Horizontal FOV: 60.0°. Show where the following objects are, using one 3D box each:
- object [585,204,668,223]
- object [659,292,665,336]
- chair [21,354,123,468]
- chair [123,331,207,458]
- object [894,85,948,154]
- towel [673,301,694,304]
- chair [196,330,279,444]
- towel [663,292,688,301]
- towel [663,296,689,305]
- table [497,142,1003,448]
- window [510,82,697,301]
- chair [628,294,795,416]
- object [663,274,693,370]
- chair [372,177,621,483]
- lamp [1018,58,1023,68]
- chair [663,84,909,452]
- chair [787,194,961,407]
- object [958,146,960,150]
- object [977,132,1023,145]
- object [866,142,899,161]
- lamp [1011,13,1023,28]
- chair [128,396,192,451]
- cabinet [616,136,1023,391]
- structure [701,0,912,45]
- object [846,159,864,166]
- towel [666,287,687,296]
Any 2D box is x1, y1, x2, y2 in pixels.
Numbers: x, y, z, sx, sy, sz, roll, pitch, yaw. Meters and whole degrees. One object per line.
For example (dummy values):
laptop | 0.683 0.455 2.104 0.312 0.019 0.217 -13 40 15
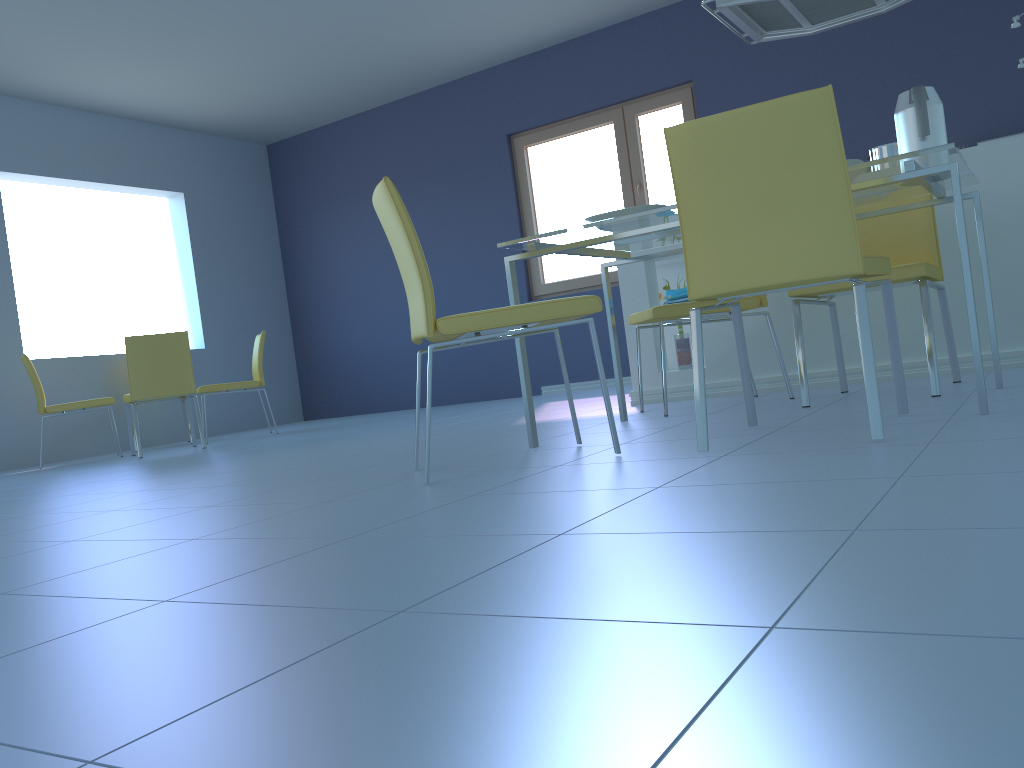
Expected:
object | 0.325 -0.455 2.433 0.228 0.020 0.228 -7 1 29
object | 0.696 -0.245 4.127 0.050 0.365 0.085 -7 1 30
chair | -2.777 0.145 5.593 0.484 0.695 0.387 -8 1 -27
chair | -2.105 0.061 5.316 0.387 0.695 0.484 -8 1 -27
object | 1.072 -0.653 2.311 0.132 0.222 0.146 -8 1 -16
towel | 0.682 -0.297 3.229 0.195 0.024 0.201 -8 1 -39
chair | -1.878 0.020 6.018 0.484 0.699 0.387 -8 1 -22
towel | 0.679 -0.326 3.226 0.195 0.027 0.192 -8 1 -37
towel | 0.679 -0.310 3.223 0.195 0.024 0.201 -8 1 -33
table | 0.677 -0.195 2.516 1.173 0.590 0.730 -7 1 32
window | 0.692 -1.328 6.343 1.475 1.263 0.142 -7 1 32
chair | 0.702 -0.270 3.235 0.484 0.695 0.387 -8 1 -5
object | 0.720 -0.272 3.823 0.067 0.423 0.229 -8 1 -27
chair | -0.059 -0.150 2.207 0.484 0.695 0.387 -8 1 -10
lamp | 2.630 -1.631 4.228 0.400 0.134 0.037 -7 1 32
chair | 0.620 -0.235 1.995 0.387 0.695 0.484 -7 1 29
chair | 1.122 -0.316 2.766 0.387 0.695 0.484 -7 1 34
object | 2.513 -1.233 5.003 0.053 0.214 0.220 -7 1 28
object | 2.849 -1.160 4.713 0.611 0.350 0.367 -7 1 32
object | 1.495 -0.881 3.493 0.170 0.106 0.157 -7 1 15
lamp | 2.231 -1.566 3.576 0.400 0.134 0.037 -7 1 32
chair | -2.521 0.097 6.314 0.387 0.695 0.484 -8 1 -22
cabinet | 1.823 -0.487 4.365 2.139 0.800 2.200 -7 1 32
structure | 1.261 -2.034 3.641 0.895 0.962 0.695 -7 1 32
object | 0.745 -0.506 2.170 0.228 0.020 0.228 -7 1 29
towel | 0.680 -0.342 3.224 0.195 0.033 0.190 -8 1 -32
